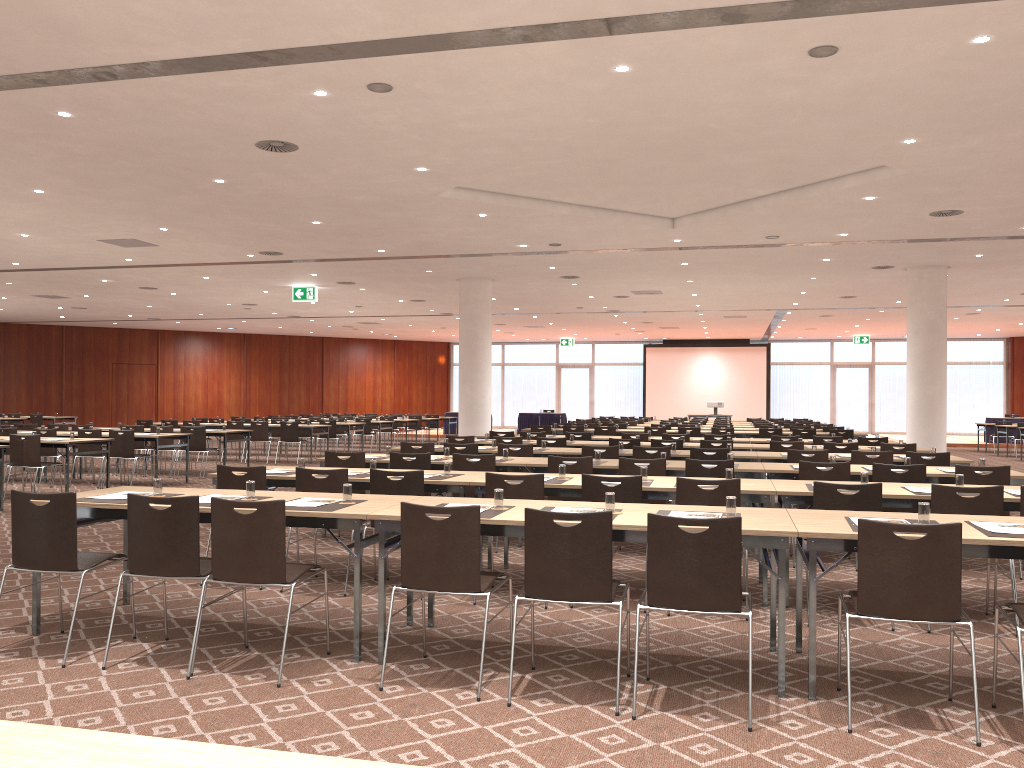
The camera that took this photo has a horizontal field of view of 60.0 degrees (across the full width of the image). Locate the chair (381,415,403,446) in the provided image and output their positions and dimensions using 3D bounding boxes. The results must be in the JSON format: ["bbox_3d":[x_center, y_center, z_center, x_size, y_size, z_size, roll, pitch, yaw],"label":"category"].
[{"bbox_3d":[-3.725,1.432,27.517,0.535,0.939,0.614,0,-1,11],"label":"chair"}]

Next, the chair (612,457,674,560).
[{"bbox_3d":[1.240,1.152,8.343,0.535,0.939,0.614,0,-1,14],"label":"chair"}]

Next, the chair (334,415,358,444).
[{"bbox_3d":[-5.219,1.428,27.881,0.535,0.939,0.614,0,-1,15],"label":"chair"}]

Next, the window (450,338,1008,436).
[{"bbox_3d":[8.344,0.084,37.609,22.961,3.872,0.217,0,0,14],"label":"window"}]

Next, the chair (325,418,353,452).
[{"bbox_3d":[-4.606,1.362,23.614,0.535,0.939,0.614,0,-1,11],"label":"chair"}]

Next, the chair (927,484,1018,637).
[{"bbox_3d":[2.976,1.124,5.898,0.535,0.939,0.614,0,-1,11],"label":"chair"}]

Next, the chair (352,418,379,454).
[{"bbox_3d":[-3.906,1.367,23.588,0.535,0.939,0.614,0,-1,12],"label":"chair"}]

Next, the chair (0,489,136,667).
[{"bbox_3d":[-2.611,1.074,5.165,0.535,0.939,0.614,0,-1,14],"label":"chair"}]

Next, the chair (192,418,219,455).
[{"bbox_3d":[-7.824,1.322,22.485,0.535,0.939,0.614,0,-1,12],"label":"chair"}]

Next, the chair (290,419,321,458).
[{"bbox_3d":[-5.065,1.330,21.812,0.535,0.939,0.614,0,-1,12],"label":"chair"}]

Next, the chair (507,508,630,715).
[{"bbox_3d":[0.307,1.083,4.490,0.535,0.939,0.614,0,-1,13],"label":"chair"}]

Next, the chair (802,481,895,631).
[{"bbox_3d":[2.253,1.121,6.038,0.535,0.939,0.614,0,-1,11],"label":"chair"}]

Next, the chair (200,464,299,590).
[{"bbox_3d":[-2.090,1.110,7.132,0.535,0.939,0.614,0,-1,15],"label":"chair"}]

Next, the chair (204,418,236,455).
[{"bbox_3d":[-7.305,1.321,22.214,0.535,0.939,0.614,0,-1,17],"label":"chair"}]

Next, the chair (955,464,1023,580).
[{"bbox_3d":[4.030,1.160,7.699,0.535,0.939,0.614,0,-1,11],"label":"chair"}]

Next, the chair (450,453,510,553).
[{"bbox_3d":[-0.342,1.149,8.808,0.535,0.939,0.614,0,-1,11],"label":"chair"}]

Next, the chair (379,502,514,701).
[{"bbox_3d":[-0.325,1.082,4.687,0.535,0.939,0.614,0,-1,16],"label":"chair"}]

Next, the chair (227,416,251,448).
[{"bbox_3d":[-7.464,1.357,24.455,0.535,0.939,0.614,0,-1,15],"label":"chair"}]

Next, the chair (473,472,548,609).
[{"bbox_3d":[0.048,1.115,6.575,0.535,0.939,0.614,0,-1,11],"label":"chair"}]

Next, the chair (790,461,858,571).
[{"bbox_3d":[2.817,1.158,8.038,0.535,0.939,0.614,0,-1,15],"label":"chair"}]

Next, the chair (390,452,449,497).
[{"bbox_3d":[-0.967,1.147,8.917,0.535,0.939,0.614,0,-1,15],"label":"chair"}]

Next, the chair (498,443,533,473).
[{"bbox_3d":[0.068,1.184,10.767,0.535,0.939,0.614,0,-1,11],"label":"chair"}]

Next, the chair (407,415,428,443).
[{"bbox_3d":[-2.954,1.437,27.473,0.535,0.939,0.614,0,-1,12],"label":"chair"}]

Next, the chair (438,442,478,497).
[{"bbox_3d":[-0.584,1.181,10.846,0.535,0.939,0.614,0,-1,13],"label":"chair"}]

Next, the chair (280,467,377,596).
[{"bbox_3d":[-1.420,1.111,6.933,0.535,0.939,0.614,0,-1,13],"label":"chair"}]

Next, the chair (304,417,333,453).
[{"bbox_3d":[-5.196,1.362,23.842,0.535,0.939,0.614,0,-1,13],"label":"chair"}]

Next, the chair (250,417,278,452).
[{"bbox_3d":[-6.772,1.358,24.226,0.535,0.939,0.614,0,-1,15],"label":"chair"}]

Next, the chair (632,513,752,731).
[{"bbox_3d":[0.892,1.084,4.311,0.535,0.939,0.614,0,-1,15],"label":"chair"}]

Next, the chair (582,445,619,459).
[{"bbox_3d":[1.055,1.186,10.483,0.535,0.939,0.614,0,-1,11],"label":"chair"}]

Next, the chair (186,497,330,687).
[{"bbox_3d":[-1.368,1.078,4.862,0.535,0.939,0.614,0,-1,13],"label":"chair"}]

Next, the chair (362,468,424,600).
[{"bbox_3d":[-0.828,1.113,6.825,0.535,0.939,0.614,0,-1,15],"label":"chair"}]

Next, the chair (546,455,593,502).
[{"bbox_3d":[0.592,1.151,8.537,0.535,0.939,0.614,0,-1,16],"label":"chair"}]

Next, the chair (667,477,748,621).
[{"bbox_3d":[1.389,1.120,6.285,0.535,0.939,0.614,0,-1,13],"label":"chair"}]

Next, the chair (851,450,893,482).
[{"bbox_3d":[3.954,1.195,9.820,0.535,0.939,0.614,0,-1,12],"label":"chair"}]

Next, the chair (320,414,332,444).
[{"bbox_3d":[-5.828,1.429,28.174,0.535,0.939,0.614,0,-1,16],"label":"chair"}]

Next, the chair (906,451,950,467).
[{"bbox_3d":[4.492,1.195,9.645,0.535,0.939,0.614,0,-1,16],"label":"chair"}]

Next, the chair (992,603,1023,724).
[{"bbox_3d":[2.492,1.088,3.922,0.535,0.939,0.614,0,-1,16],"label":"chair"}]

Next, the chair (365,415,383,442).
[{"bbox_3d":[-4.321,1.432,27.745,0.535,0.939,0.614,0,-1,14],"label":"chair"}]

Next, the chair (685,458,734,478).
[{"bbox_3d":[1.844,1.154,8.232,0.535,0.939,0.614,0,-1,17],"label":"chair"}]

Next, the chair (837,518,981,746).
[{"bbox_3d":[1.836,1.088,4.161,0.535,0.939,0.614,0,-1,16],"label":"chair"}]

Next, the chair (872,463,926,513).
[{"bbox_3d":[3.384,1.158,7.821,0.535,0.939,0.614,0,-1,14],"label":"chair"}]

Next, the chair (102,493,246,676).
[{"bbox_3d":[-1.887,1.077,5.024,0.535,0.939,0.614,0,-1,11],"label":"chair"}]

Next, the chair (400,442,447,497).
[{"bbox_3d":[-1.130,1.180,11.015,0.535,0.939,0.614,0,-1,11],"label":"chair"}]

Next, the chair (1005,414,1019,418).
[{"bbox_3d":[16.557,1.470,29.272,0.535,0.939,0.614,0,-1,14],"label":"chair"}]

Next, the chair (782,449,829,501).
[{"bbox_3d":[3.298,1.192,9.936,0.535,0.939,0.614,0,-1,13],"label":"chair"}]

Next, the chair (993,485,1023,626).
[{"bbox_3d":[3.525,1.126,5.808,0.535,0.939,0.614,0,-1,16],"label":"chair"}]

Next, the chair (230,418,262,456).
[{"bbox_3d":[-6.630,1.325,22.133,0.535,0.939,0.614,0,-1,12],"label":"chair"}]

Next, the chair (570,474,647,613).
[{"bbox_3d":[0.749,1.118,6.484,0.535,0.939,0.614,0,-1,15],"label":"chair"}]

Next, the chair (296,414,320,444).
[{"bbox_3d":[-6.503,1.426,28.277,0.535,0.939,0.614,0,-1,11],"label":"chair"}]

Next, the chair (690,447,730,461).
[{"bbox_3d":[2.262,1.189,10.153,0.535,0.939,0.614,0,-1,13],"label":"chair"}]

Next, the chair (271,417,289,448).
[{"bbox_3d":[-6.181,1.358,23.998,0.535,0.939,0.614,0,-1,11],"label":"chair"}]

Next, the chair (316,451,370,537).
[{"bbox_3d":[-1.641,1.144,9.045,0.535,0.939,0.614,0,-1,13],"label":"chair"}]

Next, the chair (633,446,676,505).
[{"bbox_3d":[1.639,1.188,10.384,0.535,0.939,0.614,0,-1,11],"label":"chair"}]
